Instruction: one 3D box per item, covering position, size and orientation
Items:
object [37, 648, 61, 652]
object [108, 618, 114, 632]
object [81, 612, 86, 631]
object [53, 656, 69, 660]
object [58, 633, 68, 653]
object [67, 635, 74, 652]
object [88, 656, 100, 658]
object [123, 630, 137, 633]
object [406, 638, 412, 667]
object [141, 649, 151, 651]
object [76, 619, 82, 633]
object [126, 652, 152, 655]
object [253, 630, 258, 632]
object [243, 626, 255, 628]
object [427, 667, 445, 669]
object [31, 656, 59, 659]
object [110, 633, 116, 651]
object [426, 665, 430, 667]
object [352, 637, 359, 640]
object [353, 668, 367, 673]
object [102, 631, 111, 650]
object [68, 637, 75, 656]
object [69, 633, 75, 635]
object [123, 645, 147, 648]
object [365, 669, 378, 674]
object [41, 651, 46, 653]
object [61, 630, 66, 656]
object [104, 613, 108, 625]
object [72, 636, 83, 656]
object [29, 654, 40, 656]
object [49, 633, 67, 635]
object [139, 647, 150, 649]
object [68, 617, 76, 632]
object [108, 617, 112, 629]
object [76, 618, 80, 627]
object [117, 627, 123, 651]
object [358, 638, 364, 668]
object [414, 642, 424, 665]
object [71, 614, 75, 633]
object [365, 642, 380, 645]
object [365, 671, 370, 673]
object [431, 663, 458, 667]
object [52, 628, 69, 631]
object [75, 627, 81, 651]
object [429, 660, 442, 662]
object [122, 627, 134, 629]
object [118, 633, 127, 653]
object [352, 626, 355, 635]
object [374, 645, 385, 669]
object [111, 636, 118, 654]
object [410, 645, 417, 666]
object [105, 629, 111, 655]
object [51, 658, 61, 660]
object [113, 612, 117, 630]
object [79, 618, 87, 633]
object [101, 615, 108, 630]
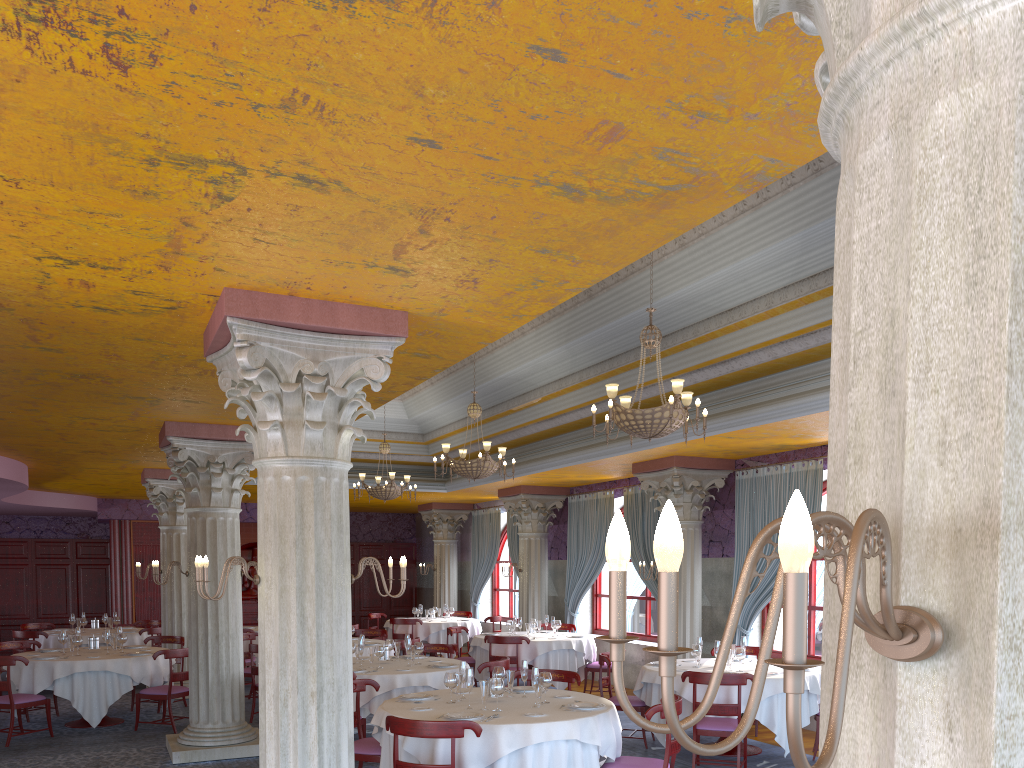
[{"bbox_3d":[-6.369,3.664,11.787,0.314,0.024,0.318,6,-13,-25],"label":"object"},{"bbox_3d":[-7.145,4.300,15.265,0.086,0.238,0.085,0,1,-1],"label":"object"},{"bbox_3d":[-7.800,4.322,15.595,0.074,0.337,0.073,0,2,11],"label":"object"},{"bbox_3d":[-5.685,3.450,10.777,0.055,0.019,0.261,-4,-13,23],"label":"object"},{"bbox_3d":[-6.044,3.490,11.531,0.122,0.265,0.122,0,0,-12],"label":"object"},{"bbox_3d":[-5.989,3.526,11.635,0.086,0.238,0.085,1,1,22],"label":"object"},{"bbox_3d":[-5.351,3.492,10.949,0.159,0.009,0.161,-8,-14,34],"label":"object"},{"bbox_3d":[-6.765,4.375,15.125,0.314,0.024,0.318,6,-13,-25],"label":"object"},{"bbox_3d":[-1.197,3.110,9.926,0.074,0.337,0.073,0,2,11],"label":"object"},{"bbox_3d":[-5.079,3.687,11.864,0.158,0.009,0.162,1,-12,-6],"label":"object"},{"bbox_3d":[-7.594,4.249,15.025,0.085,0.238,0.085,1,2,44],"label":"object"},{"bbox_3d":[-4.920,3.556,11.287,0.314,0.024,0.318,6,-13,-25],"label":"object"},{"bbox_3d":[-4.518,4.385,15.181,0.314,0.024,0.318,6,-13,-25],"label":"object"},{"bbox_3d":[-4.992,4.593,16.155,0.313,0.024,0.319,-3,-12,14],"label":"object"},{"bbox_3d":[-0.864,3.231,9.747,0.232,0.013,0.028,-4,-10,19],"label":"object"},{"bbox_3d":[-5.895,3.456,10.813,0.314,0.024,0.318,6,-13,-25],"label":"object"},{"bbox_3d":[-5.540,3.577,11.875,0.085,0.238,0.085,1,2,44],"label":"object"},{"bbox_3d":[-0.981,3.275,9.947,0.029,0.011,0.141,-4,-13,21],"label":"object"},{"bbox_3d":[-2.581,4.056,13.641,0.313,0.024,0.319,-1,-12,4],"label":"object"},{"bbox_3d":[-1.757,3.160,9.439,0.314,0.024,0.318,6,-13,-25],"label":"object"},{"bbox_3d":[-5.644,3.575,11.929,0.122,0.265,0.122,0,0,-12],"label":"object"},{"bbox_3d":[-5.749,3.430,11.187,0.085,0.238,0.085,1,2,44],"label":"object"},{"bbox_3d":[-7.531,4.269,14.616,0.055,0.019,0.261,-4,-13,23],"label":"object"},{"bbox_3d":[-5.394,3.764,12.260,0.314,0.024,0.318,6,-13,-25],"label":"object"},{"bbox_3d":[-1.548,3.155,9.403,0.055,0.019,0.261,-4,-13,23],"label":"object"},{"bbox_3d":[-6.405,3.622,11.578,0.257,0.020,0.055,-5,-12,24],"label":"object"},{"bbox_3d":[-5.873,3.388,11.219,0.074,0.337,0.073,0,2,11],"label":"object"},{"bbox_3d":[-7.180,4.224,15.139,0.074,0.337,0.073,0,2,11],"label":"object"},{"bbox_3d":[-5.645,3.405,11.131,0.122,0.265,0.122,0,0,-12],"label":"object"},{"bbox_3d":[-6.267,3.551,11.222,0.158,0.009,0.162,1,-12,-6],"label":"object"},{"bbox_3d":[-7.740,4.275,14.652,0.314,0.024,0.318,6,-13,-25],"label":"object"},{"bbox_3d":[-5.228,3.752,12.180,0.027,0.013,0.236,-3,-12,19],"label":"object"},{"bbox_3d":[-7.889,4.309,15.370,0.122,0.265,0.122,0,0,-12],"label":"object"},{"bbox_3d":[-7.386,4.395,15.714,0.086,0.238,0.085,1,1,22],"label":"object"},{"bbox_3d":[-7.835,4.345,15.474,0.085,0.238,0.085,1,2,44],"label":"object"},{"bbox_3d":[-5.416,3.520,11.838,0.074,0.337,0.073,0,2,11],"label":"object"},{"bbox_3d":[-1.736,3.093,9.845,0.074,0.337,0.073,0,2,11],"label":"object"},{"bbox_3d":[-1.108,3.194,10.155,0.122,0.265,0.122,0,0,-12],"label":"object"},{"bbox_3d":[-7.718,4.207,15.058,0.074,0.337,0.073,0,2,11],"label":"object"},{"bbox_3d":[-2.107,3.848,12.668,0.314,0.024,0.318,6,-13,-25],"label":"object"},{"bbox_3d":[-1.585,3.166,9.414,0.022,0.003,0.258,-4,-13,18],"label":"object"},{"bbox_3d":[-0.782,3.260,9.912,0.314,0.024,0.318,6,-13,-25],"label":"object"},{"bbox_3d":[-8.214,4.482,15.626,0.314,0.024,0.318,6,-13,-25],"label":"object"},{"bbox_3d":[-5.954,3.503,11.756,0.074,0.337,0.073,0,2,11],"label":"object"},{"bbox_3d":[-0.941,3.391,10.490,0.160,0.009,0.160,-12,-17,43],"label":"object"},{"bbox_3d":[-7.239,4.583,16.099,0.314,0.024,0.318,6,-13,-25],"label":"object"},{"bbox_3d":[-5.245,3.490,11.530,0.122,0.265,0.122,0,0,-12],"label":"object"},{"bbox_3d":[-2.432,3.781,12.910,0.122,0.265,0.122,0,1,33],"label":"object"},{"bbox_3d":[-1.508,3.109,9.757,0.122,0.265,0.122,0,1,-34],"label":"object"},{"bbox_3d":[-5.299,3.481,11.427,0.086,0.238,0.085,0,1,-1],"label":"object"},{"bbox_3d":[-1.162,3.185,10.052,0.085,0.238,0.085,1,2,44],"label":"object"},{"bbox_3d":[-5.334,3.405,11.300,0.074,0.337,0.073,0,2,11],"label":"object"},{"bbox_3d":[-5.722,3.461,10.788,0.022,0.003,0.258,-4,-13,18],"label":"object"},{"bbox_3d":[-7.261,4.339,15.676,0.074,0.337,0.073,0,2,11],"label":"object"},{"bbox_3d":[-7.491,4.224,14.970,0.122,0.265,0.122,0,0,-12],"label":"object"},{"bbox_3d":[-7.489,4.394,15.768,0.122,0.265,0.122,0,0,-12],"label":"object"}]
